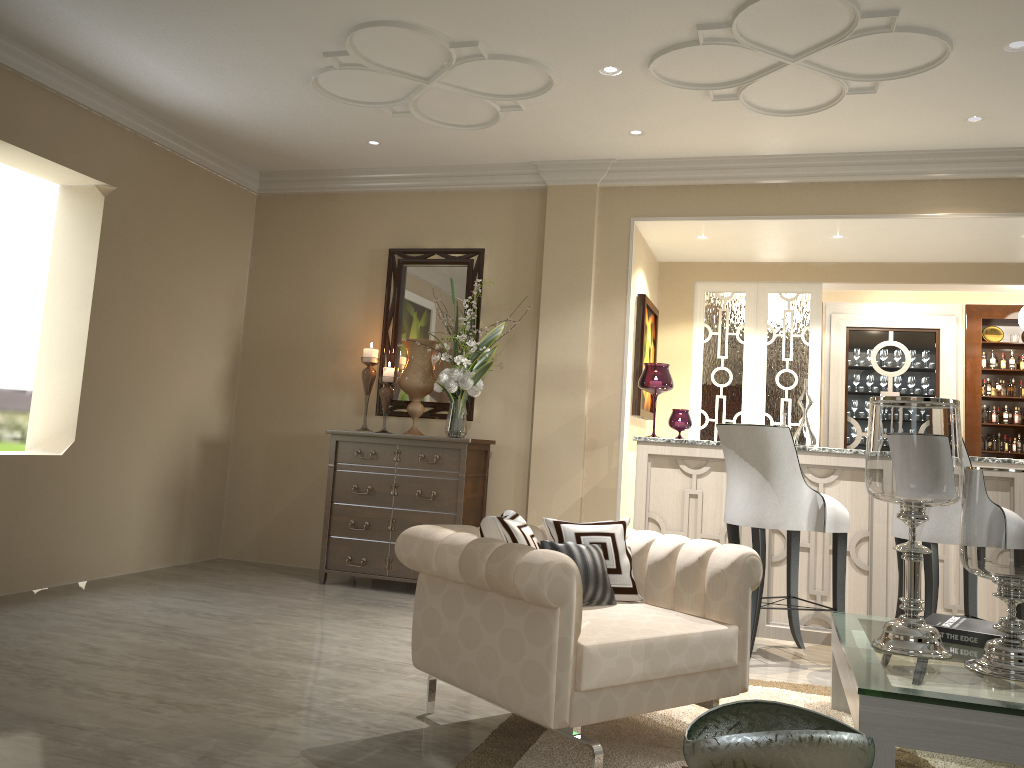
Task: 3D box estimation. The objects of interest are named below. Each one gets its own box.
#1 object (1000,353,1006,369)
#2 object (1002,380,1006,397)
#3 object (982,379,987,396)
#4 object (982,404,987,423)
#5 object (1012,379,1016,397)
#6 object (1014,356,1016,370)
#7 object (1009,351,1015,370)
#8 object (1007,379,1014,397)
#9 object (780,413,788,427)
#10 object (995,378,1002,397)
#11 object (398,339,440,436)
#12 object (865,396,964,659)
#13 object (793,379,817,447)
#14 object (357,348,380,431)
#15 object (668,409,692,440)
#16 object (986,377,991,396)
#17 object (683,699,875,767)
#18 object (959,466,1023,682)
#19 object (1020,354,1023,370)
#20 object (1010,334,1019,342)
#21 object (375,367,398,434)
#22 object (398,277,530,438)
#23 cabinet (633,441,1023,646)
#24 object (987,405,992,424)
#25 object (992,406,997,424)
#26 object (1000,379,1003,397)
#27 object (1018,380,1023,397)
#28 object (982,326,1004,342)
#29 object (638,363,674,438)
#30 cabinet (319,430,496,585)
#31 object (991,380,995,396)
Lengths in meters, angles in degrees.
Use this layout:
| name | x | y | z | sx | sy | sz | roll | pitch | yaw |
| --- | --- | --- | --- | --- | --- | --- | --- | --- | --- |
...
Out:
| name | x | y | z | sx | sy | sz | roll | pitch | yaw |
| --- | --- | --- | --- | --- | --- | --- | --- | --- | --- |
| object | 3.702 | -0.171 | 6.675 | 0.039 | 0.133 | 0.039 | 6 | -7 | -17 |
| object | 3.724 | 0.038 | 6.709 | 0.032 | 0.138 | 0.032 | 7 | -7 | -26 |
| object | 3.558 | 0.027 | 6.672 | 0.039 | 0.133 | 0.039 | 5 | -7 | -7 |
| object | 3.555 | 0.224 | 6.659 | 0.038 | 0.149 | 0.037 | 4 | -7 | -1 |
| object | 3.782 | 0.034 | 6.679 | 0.038 | 0.149 | 0.037 | 1 | -7 | 21 |
| object | 3.802 | -0.153 | 6.709 | 0.032 | 0.115 | 0.032 | 5 | -7 | -13 |
| object | 3.758 | -0.177 | 6.653 | 0.038 | 0.149 | 0.037 | 2 | -7 | 16 |
| object | 3.740 | 0.032 | 6.644 | 0.044 | 0.143 | 0.043 | 4 | -7 | -4 |
| object | 1.308 | 0.220 | 4.261 | 0.051 | 0.162 | 0.051 | 2 | -7 | 12 |
| object | 3.646 | 0.025 | 6.637 | 0.044 | 0.143 | 0.043 | 3 | -7 | 6 |
| object | -0.526 | 0.022 | 4.921 | 0.221 | 0.526 | 0.220 | 2 | -7 | 12 |
| object | 1.112 | 0.384 | 2.458 | 0.251 | 0.687 | 0.249 | 1 | -7 | 22 |
| object | 1.405 | 0.140 | 4.243 | 0.109 | 0.332 | 0.108 | 1 | -7 | 22 |
| object | -0.816 | 0.029 | 5.006 | 0.103 | 0.473 | 0.102 | 3 | -7 | 7 |
| object | 0.853 | 0.206 | 4.494 | 0.119 | 0.155 | 0.119 | 1 | -6 | 22 |
| object | 3.605 | 0.024 | 6.702 | 0.038 | 0.149 | 0.037 | 1 | -7 | 19 |
| object | 0.489 | 0.694 | 1.614 | 0.375 | 0.179 | 0.195 | 4 | -5 | -8 |
| object | 1.271 | 0.471 | 2.252 | 0.236 | 0.508 | 0.235 | 2 | -7 | 14 |
| object | 3.840 | -0.163 | 6.655 | 0.039 | 0.133 | 0.095 | -2 | -8 | 41 |
| object | 3.788 | -0.337 | 6.672 | 0.061 | 0.064 | 0.061 | 6 | -6 | -22 |
| object | -0.704 | 0.088 | 4.965 | 0.103 | 0.376 | 0.102 | 3 | -7 | 7 |
| object | -0.255 | -0.134 | 4.799 | 0.561 | 0.857 | 0.602 | 0 | -7 | 30 |
| cabinet | 1.707 | 0.764 | 4.079 | 2.259 | 0.860 | 0.349 | 2 | -7 | 17 |
| object | 3.605 | 0.232 | 6.697 | 0.044 | 0.143 | 0.043 | 2 | -7 | 18 |
| object | 3.616 | 0.232 | 6.639 | 0.033 | 0.138 | 0.032 | 0 | -8 | 27 |
| object | 3.690 | 0.034 | 6.685 | 0.032 | 0.138 | 0.032 | 5 | -7 | -13 |
| object | 3.804 | 0.039 | 6.616 | 0.039 | 0.133 | 0.038 | 1 | -7 | 20 |
| object | 3.692 | -0.380 | 6.794 | 0.151 | 0.143 | 0.058 | 2 | -7 | 15 |
| object | 0.735 | 0.087 | 4.546 | 0.181 | 0.383 | 0.180 | 1 | -7 | 22 |
| cabinet | -0.569 | 0.684 | 4.777 | 0.824 | 0.818 | 0.425 | 2 | -6 | 17 |
| object | 3.644 | 0.035 | 6.712 | 0.039 | 0.133 | 0.038 | 1 | -7 | 20 |
